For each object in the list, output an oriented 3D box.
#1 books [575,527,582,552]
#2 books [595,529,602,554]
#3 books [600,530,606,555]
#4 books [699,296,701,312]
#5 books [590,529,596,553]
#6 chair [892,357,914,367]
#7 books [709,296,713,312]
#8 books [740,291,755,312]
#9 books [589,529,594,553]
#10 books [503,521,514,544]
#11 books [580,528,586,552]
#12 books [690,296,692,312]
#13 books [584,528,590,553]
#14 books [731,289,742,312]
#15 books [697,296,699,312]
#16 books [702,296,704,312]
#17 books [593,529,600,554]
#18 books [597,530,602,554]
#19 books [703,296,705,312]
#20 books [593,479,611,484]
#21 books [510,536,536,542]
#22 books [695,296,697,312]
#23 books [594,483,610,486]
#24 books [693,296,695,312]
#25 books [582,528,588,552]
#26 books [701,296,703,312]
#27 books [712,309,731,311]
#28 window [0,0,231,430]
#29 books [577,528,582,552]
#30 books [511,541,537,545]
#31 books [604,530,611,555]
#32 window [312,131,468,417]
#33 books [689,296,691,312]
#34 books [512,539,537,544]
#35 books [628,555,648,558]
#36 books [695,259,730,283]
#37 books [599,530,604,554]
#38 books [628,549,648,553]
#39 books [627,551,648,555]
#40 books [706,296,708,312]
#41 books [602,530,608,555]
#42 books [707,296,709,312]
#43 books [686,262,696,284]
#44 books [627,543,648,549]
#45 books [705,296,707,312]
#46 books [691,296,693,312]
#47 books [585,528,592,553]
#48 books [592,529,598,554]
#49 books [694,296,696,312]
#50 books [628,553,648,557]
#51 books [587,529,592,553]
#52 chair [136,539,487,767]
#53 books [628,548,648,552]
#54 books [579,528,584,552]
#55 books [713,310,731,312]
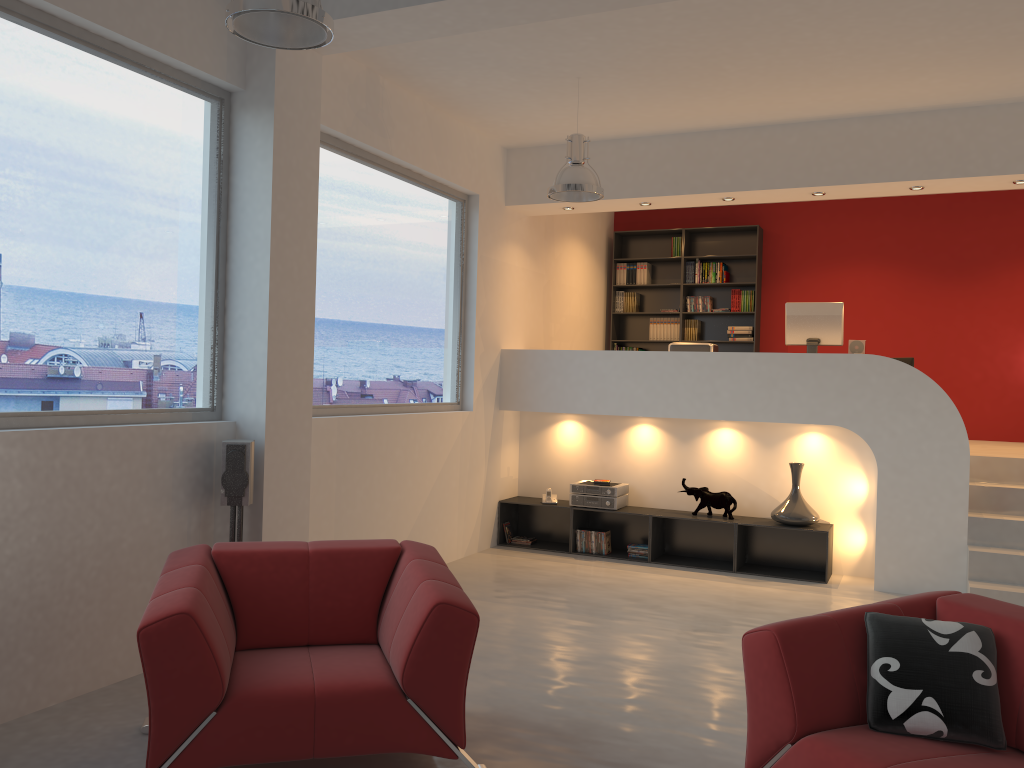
[{"bbox_3d":[0.583,1.344,7.670,0.031,0.190,0.135,2,0,25],"label":"books"},{"bbox_3d":[0.746,1.349,7.594,0.031,0.190,0.135,2,0,25],"label":"books"},{"bbox_3d":[0.787,1.351,7.575,0.031,0.190,0.135,2,0,25],"label":"books"},{"bbox_3d":[2.134,-0.888,9.980,0.031,0.190,0.135,2,0,25],"label":"books"},{"bbox_3d":[0.706,1.348,7.613,0.031,0.190,0.135,2,0,25],"label":"books"},{"bbox_3d":[3.350,0.131,8.376,0.664,0.795,0.768,2,0,45],"label":"chair"},{"bbox_3d":[2.229,-0.885,9.936,0.031,0.190,0.135,2,0,25],"label":"books"},{"bbox_3d":[2.597,-0.898,9.756,0.146,0.240,0.170,2,0,25],"label":"books"},{"bbox_3d":[0.692,1.348,7.620,0.031,0.190,0.135,2,0,25],"label":"books"},{"bbox_3d":[-0.031,1.331,7.954,0.063,0.187,0.135,2,0,25],"label":"books"},{"bbox_3d":[0.624,1.346,7.651,0.031,0.190,0.135,2,0,25],"label":"books"},{"bbox_3d":[2.039,-0.891,10.024,0.031,0.190,0.135,2,0,25],"label":"books"},{"bbox_3d":[0.651,1.346,7.639,0.031,0.190,0.135,2,0,25],"label":"books"},{"bbox_3d":[2.488,-0.910,9.807,0.090,0.256,0.181,2,0,25],"label":"books"},{"bbox_3d":[2.107,-0.889,9.993,0.031,0.190,0.135,2,0,25],"label":"books"},{"bbox_3d":[2.161,-0.887,9.967,0.031,0.190,0.135,2,0,25],"label":"books"},{"bbox_3d":[0.733,1.349,7.601,0.031,0.190,0.135,2,0,25],"label":"books"},{"bbox_3d":[0.760,1.350,7.588,0.031,0.190,0.135,2,0,25],"label":"books"},{"bbox_3d":[2.175,-0.887,9.961,0.031,0.190,0.135,2,0,25],"label":"books"},{"bbox_3d":[0.776,0.842,7.645,0.135,0.015,0.190,2,0,10],"label":"books"},{"bbox_3d":[0.099,1.387,7.949,0.190,0.015,0.135,2,0,25],"label":"books"},{"bbox_3d":[2.093,-0.889,9.999,0.031,0.190,0.135,2,0,25],"label":"books"},{"bbox_3d":[0.775,0.857,7.635,0.135,0.015,0.190,2,0,5],"label":"books"},{"bbox_3d":[2.066,-0.890,10.011,0.031,0.190,0.135,2,0,25],"label":"books"},{"bbox_3d":[0.637,1.346,7.645,0.031,0.190,0.135,2,0,25],"label":"books"},{"bbox_3d":[2.148,-0.888,9.974,0.031,0.190,0.135,2,0,25],"label":"books"},{"bbox_3d":[2.339,-0.824,9.884,0.190,0.015,0.135,2,0,30],"label":"books"},{"bbox_3d":[-2.115,-0.710,3.797,0.100,1.800,2.400,2,0,25],"label":"window"},{"bbox_3d":[0.597,1.345,7.664,0.031,0.190,0.135,2,0,25],"label":"books"},{"bbox_3d":[0.108,1.417,7.945,0.190,0.015,0.135,2,0,25],"label":"books"},{"bbox_3d":[0.814,1.352,7.563,0.031,0.190,0.135,2,0,25],"label":"books"},{"bbox_3d":[-0.938,-0.687,6.338,0.100,1.800,2.400,2,0,25],"label":"window"},{"bbox_3d":[2.025,-0.891,10.030,0.031,0.190,0.135,2,0,25],"label":"books"},{"bbox_3d":[0.113,1.402,7.942,0.190,0.015,0.135,2,0,25],"label":"books"},{"bbox_3d":[1.089,1.447,7.490,0.190,0.015,0.135,2,0,20],"label":"books"},{"bbox_3d":[2.238,-1.249,9.901,0.341,0.286,0.231,2,0,25],"label":"books"},{"bbox_3d":[0.774,1.350,7.582,0.031,0.190,0.135,2,0,25],"label":"books"},{"bbox_3d":[1.092,1.403,7.489,0.190,0.015,0.135,2,0,25],"label":"books"},{"bbox_3d":[1.086,1.417,7.491,0.190,0.015,0.135,2,0,30],"label":"books"},{"bbox_3d":[2.202,-0.886,9.948,0.031,0.190,0.135,2,0,25],"label":"books"},{"bbox_3d":[0.801,1.351,7.569,0.031,0.190,0.135,2,0,25],"label":"books"},{"bbox_3d":[2.216,-0.885,9.942,0.031,0.190,0.135,2,0,25],"label":"books"},{"bbox_3d":[2.032,-1.241,10.022,0.090,0.256,0.181,2,0,25],"label":"books"},{"bbox_3d":[1.081,1.372,7.495,0.190,0.015,0.135,2,0,20],"label":"books"},{"bbox_3d":[2.188,-0.886,9.955,0.031,0.190,0.135,2,0,25],"label":"books"},{"bbox_3d":[2.052,-0.891,10.018,0.031,0.190,0.135,2,0,25],"label":"books"},{"bbox_3d":[0.665,1.347,7.632,0.031,0.190,0.135,2,0,25],"label":"books"},{"bbox_3d":[0.719,1.349,7.607,0.031,0.190,0.135,2,0,25],"label":"books"},{"bbox_3d":[2.080,-0.890,10.005,0.031,0.190,0.135,2,0,25],"label":"books"},{"bbox_3d":[1.095,1.433,7.487,0.190,0.015,0.135,2,0,25],"label":"books"},{"bbox_3d":[0.678,1.347,7.626,0.031,0.190,0.135,2,0,25],"label":"books"},{"bbox_3d":[-0.790,1.062,3.464,1.288,0.738,0.951,2,0,-15],"label":"chair"},{"bbox_3d":[1.086,1.387,7.484,0.190,0.015,0.135,2,0,25],"label":"books"},{"bbox_3d":[0.610,1.345,7.657,0.031,0.190,0.135,2,0,25],"label":"books"},{"bbox_3d":[2.348,-0.809,9.880,0.190,0.015,0.135,2,0,25],"label":"books"}]
